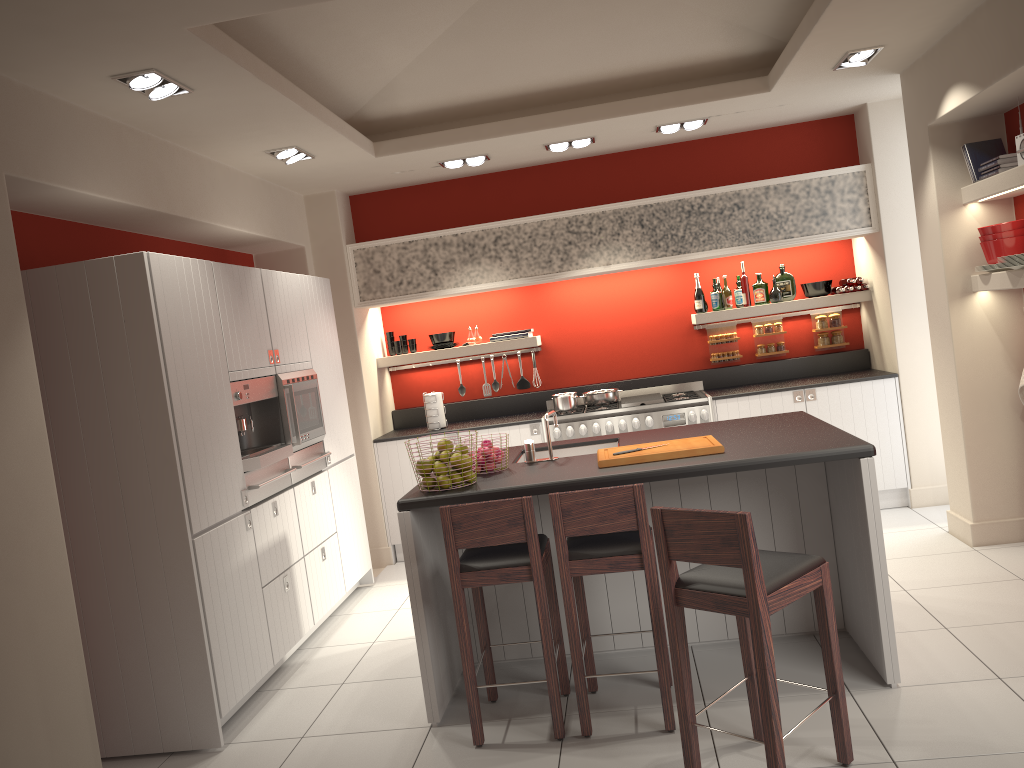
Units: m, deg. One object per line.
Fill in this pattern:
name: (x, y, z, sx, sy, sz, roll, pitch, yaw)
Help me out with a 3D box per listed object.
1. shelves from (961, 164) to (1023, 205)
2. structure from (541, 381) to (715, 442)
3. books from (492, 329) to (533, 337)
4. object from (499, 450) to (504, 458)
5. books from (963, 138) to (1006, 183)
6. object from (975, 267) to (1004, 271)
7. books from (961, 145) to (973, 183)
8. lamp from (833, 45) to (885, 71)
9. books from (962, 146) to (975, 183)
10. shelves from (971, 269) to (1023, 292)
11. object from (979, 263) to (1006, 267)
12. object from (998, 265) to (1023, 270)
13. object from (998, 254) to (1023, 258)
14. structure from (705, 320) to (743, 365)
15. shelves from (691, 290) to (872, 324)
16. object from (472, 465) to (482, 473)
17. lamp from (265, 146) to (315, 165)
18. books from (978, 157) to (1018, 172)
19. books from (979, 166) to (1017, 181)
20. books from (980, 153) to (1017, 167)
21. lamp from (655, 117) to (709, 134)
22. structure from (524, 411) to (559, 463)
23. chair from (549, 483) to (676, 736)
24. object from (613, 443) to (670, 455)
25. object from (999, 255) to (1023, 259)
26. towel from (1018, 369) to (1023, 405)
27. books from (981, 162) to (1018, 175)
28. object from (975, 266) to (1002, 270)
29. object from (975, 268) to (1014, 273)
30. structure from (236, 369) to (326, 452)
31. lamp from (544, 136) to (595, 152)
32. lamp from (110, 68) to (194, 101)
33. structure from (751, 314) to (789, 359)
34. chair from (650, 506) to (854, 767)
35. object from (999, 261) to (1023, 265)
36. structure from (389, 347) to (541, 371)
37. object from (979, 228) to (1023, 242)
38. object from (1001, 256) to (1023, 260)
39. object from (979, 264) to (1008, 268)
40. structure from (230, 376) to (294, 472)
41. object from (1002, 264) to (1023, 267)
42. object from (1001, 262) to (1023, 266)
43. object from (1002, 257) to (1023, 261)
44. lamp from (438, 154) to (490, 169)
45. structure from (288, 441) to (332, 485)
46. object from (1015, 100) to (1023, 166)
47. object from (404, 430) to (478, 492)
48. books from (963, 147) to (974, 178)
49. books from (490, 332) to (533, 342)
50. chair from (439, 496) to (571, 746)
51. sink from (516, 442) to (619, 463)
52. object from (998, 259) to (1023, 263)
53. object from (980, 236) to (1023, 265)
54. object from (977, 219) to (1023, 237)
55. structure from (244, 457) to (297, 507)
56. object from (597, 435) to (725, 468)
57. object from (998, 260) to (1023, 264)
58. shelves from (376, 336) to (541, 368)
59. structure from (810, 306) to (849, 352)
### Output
shelves: (2.793, -1.077, 4.143, 0.437, 0.100, 2.395, -8, 3, 7)
structure: (0.970, 0.623, 7.125, 1.322, 1.085, 0.778, -8, 3, 7)
books: (0.009, -0.434, 7.506, 0.332, 0.026, 0.207, -8, 3, 8)
object: (-0.066, 0.358, 4.464, 0.055, 0.056, 0.055, -7, 3, 17)
books: (2.785, -1.307, 5.189, 0.207, 0.246, 0.136, -8, 3, 7)
object: (2.883, -0.677, 5.155, 0.339, 0.020, 0.339, -7, 3, 10)
books: (2.808, -1.318, 5.264, 0.210, 0.248, 0.136, -8, 3, 7)
lamp: (2.007, -1.908, 5.155, 0.199, 0.090, 0.361, -8, 3, 7)
books: (2.798, -1.310, 5.235, 0.208, 0.242, 0.126, -8, 3, 7)
shelves: (2.867, -0.551, 4.168, 0.437, 0.100, 2.395, -8, 3, 7)
object: (2.880, -0.696, 5.154, 0.339, 0.020, 0.339, -7, 3, 10)
object: (2.803, -0.638, 4.758, 0.339, 0.020, 0.339, -8, 3, 6)
object: (2.795, -0.695, 4.755, 0.339, 0.020, 0.339, -8, 3, 6)
structure: (1.770, -0.342, 7.407, 0.256, 0.347, 0.130, -8, 3, 7)
shelves: (2.179, -0.624, 7.249, 1.379, 0.083, 0.376, -8, 3, 7)
object: (-0.175, 0.417, 4.378, 0.050, 0.049, 0.049, -9, 3, -27)
lamp: (-1.394, -1.448, 5.582, 0.199, 0.084, 0.361, -8, 3, 7)
books: (2.765, -1.233, 4.955, 0.207, 0.030, 0.258, -8, 3, 7)
books: (2.772, -1.184, 4.957, 0.207, 0.030, 0.258, -8, 3, 7)
books: (2.768, -1.257, 4.941, 0.207, 0.019, 0.258, -7, 3, 8)
lamp: (1.205, -1.859, 6.313, 0.361, 0.103, 0.199, -8, 3, 7)
structure: (0.148, 0.276, 4.567, 0.183, 0.249, 0.224, -8, 3, 7)
chair: (0.440, 0.905, 3.819, 0.383, 1.008, 0.474, -7, 3, 9)
object: (0.606, 0.305, 4.172, 0.302, 0.010, 0.035, -9, 3, -22)
object: (2.796, -0.689, 4.756, 0.339, 0.020, 0.339, -8, 3, 6)
towel: (3.043, 0.261, 5.139, 0.141, 1.361, 0.341, -8, 3, 7)
books: (2.775, -1.208, 4.943, 0.207, 0.019, 0.258, -7, 3, 8)
object: (2.882, -0.684, 5.154, 0.339, 0.020, 0.339, -7, 3, 10)
object: (2.884, -0.671, 5.155, 0.339, 0.020, 0.339, -7, 3, 10)
structure: (-1.398, 0.167, 5.521, 0.332, 0.472, 0.610, -8, 3, 7)
lamp: (0.417, -1.755, 6.412, 0.361, 0.104, 0.199, -8, 3, 7)
lamp: (-1.588, -1.340, 3.930, 0.199, 0.103, 0.361, -8, 3, 7)
structure: (2.141, -0.391, 7.360, 0.256, 0.347, 0.130, -8, 3, 7)
chair: (0.849, 0.886, 3.121, 0.474, 1.008, 0.383, -11, 4, -42)
object: (2.801, -0.657, 4.757, 0.339, 0.020, 0.339, -8, 3, 6)
structure: (-0.413, -0.216, 7.741, 1.355, 0.034, 0.054, -8, 3, 7)
object: (2.861, -0.811, 5.147, 0.260, 0.159, 0.260, -9, 3, -11)
object: (2.797, -0.683, 4.756, 0.339, 0.020, 0.339, -8, 3, 6)
object: (2.881, -0.690, 5.154, 0.339, 0.020, 0.339, -7, 3, 10)
structure: (-1.545, 0.225, 4.910, 0.453, 0.470, 0.624, -8, 3, 7)
object: (2.802, -0.644, 4.758, 0.339, 0.020, 0.339, -8, 3, 6)
object: (2.801, -0.651, 4.758, 0.339, 0.020, 0.339, -8, 3, 6)
object: (2.798, -0.676, 4.756, 0.339, 0.020, 0.339, -8, 3, 6)
lamp: (-0.351, -1.652, 6.509, 0.361, 0.109, 0.199, -8, 3, 7)
structure: (-1.273, 0.486, 5.531, 0.129, 0.177, 0.618, -8, 3, 7)
object: (2.680, -1.316, 4.496, 0.097, 0.369, 0.342, -8, 3, 2)
object: (-0.312, 0.356, 4.102, 0.341, 0.232, 0.341, -5, 4, 40)
books: (2.796, -1.310, 5.215, 0.209, 0.243, 0.126, -8, 3, 7)
books: (-0.005, -0.396, 7.489, 0.331, 0.042, 0.207, -7, 3, 12)
chair: (-0.014, 0.965, 3.876, 0.383, 1.008, 0.474, -8, 3, 7)
sink: (0.319, 0.503, 4.773, 0.567, 0.258, 0.516, -8, 3, 7)
object: (2.799, -0.670, 4.757, 0.339, 0.020, 0.339, -8, 3, 6)
object: (2.870, -0.768, 5.150, 0.260, 0.146, 0.260, -7, 3, 11)
object: (2.851, -0.860, 5.141, 0.260, 0.161, 0.260, -9, 3, -26)
structure: (-1.346, 0.530, 4.906, 0.129, 0.177, 0.618, -8, 3, 7)
object: (0.688, 0.315, 4.186, 0.570, 0.033, 0.373, -8, 3, 5)
object: (2.800, -0.663, 4.757, 0.339, 0.020, 0.339, -8, 3, 6)
shelves: (-0.449, -0.276, 7.579, 1.379, 0.083, 0.376, -8, 3, 7)
structure: (2.614, -0.454, 7.301, 0.256, 0.347, 0.130, -8, 3, 7)
